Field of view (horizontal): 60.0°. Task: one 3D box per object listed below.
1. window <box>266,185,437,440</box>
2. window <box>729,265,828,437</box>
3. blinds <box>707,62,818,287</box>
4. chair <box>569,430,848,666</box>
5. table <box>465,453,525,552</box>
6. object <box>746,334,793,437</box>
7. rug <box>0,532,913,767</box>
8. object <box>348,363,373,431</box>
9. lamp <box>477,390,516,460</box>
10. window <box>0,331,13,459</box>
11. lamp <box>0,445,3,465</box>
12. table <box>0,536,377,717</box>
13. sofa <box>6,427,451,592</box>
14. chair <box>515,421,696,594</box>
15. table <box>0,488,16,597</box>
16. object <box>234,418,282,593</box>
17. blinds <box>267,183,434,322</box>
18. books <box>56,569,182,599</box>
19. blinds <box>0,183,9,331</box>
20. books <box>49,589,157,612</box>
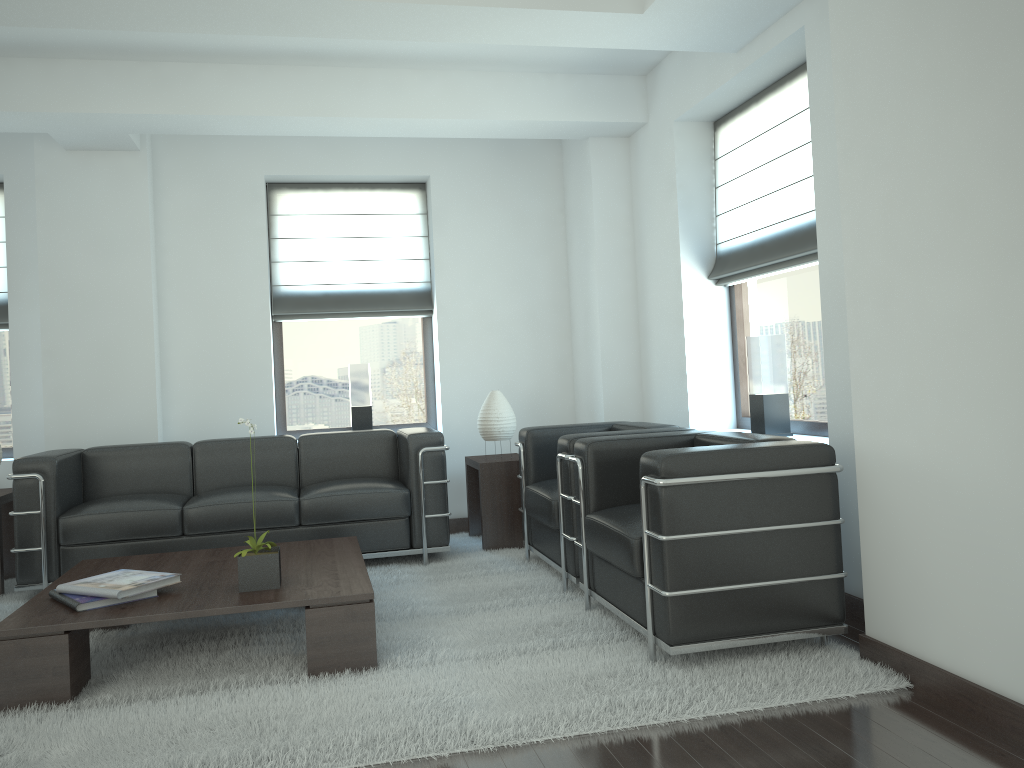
[{"bbox_3d":[-1.730,-0.802,9.625,1.701,2.734,0.146,-3,-1,-13],"label":"window"},{"bbox_3d":[2.228,-0.980,6.853,0.146,2.734,2.130,-3,-1,-13],"label":"window"},{"bbox_3d":[2.033,-1.599,6.829,0.222,1.477,2.121,-3,0,-13],"label":"blinds"},{"bbox_3d":[1.094,0.916,5.418,1.124,1.171,1.644,-3,0,-13],"label":"chair"},{"bbox_3d":[-0.104,1.126,8.457,0.526,0.845,0.785,-3,-1,-13],"label":"table"},{"bbox_3d":[1.964,0.013,6.799,0.239,0.777,0.243,-3,-1,-13],"label":"object"},{"bbox_3d":[-1.646,1.600,6.104,6.254,0.110,5.165,-3,0,-13],"label":"rug"},{"bbox_3d":[-1.601,0.173,9.376,0.239,0.777,0.243,-3,-1,-13],"label":"object"},{"bbox_3d":[-0.143,0.381,8.414,0.374,0.655,0.374,-3,-1,16],"label":"lamp"},{"bbox_3d":[-5.728,-0.597,8.708,1.701,2.734,0.146,-3,-1,-13],"label":"window"},{"bbox_3d":[-4.479,0.604,7.419,0.374,0.655,0.374,-3,-1,-9],"label":"lamp"},{"bbox_3d":[-1.907,1.426,5.617,1.936,0.441,1.919,-3,0,-13],"label":"table"},{"bbox_3d":[-2.315,1.069,7.718,3.477,1.171,1.122,-3,-1,-13],"label":"sofa"},{"bbox_3d":[0.728,0.923,7.062,1.124,1.171,1.644,-3,0,-13],"label":"chair"},{"bbox_3d":[-4.463,1.350,7.457,0.526,0.845,0.785,-3,-1,-13],"label":"table"},{"bbox_3d":[-1.515,0.692,5.231,0.252,0.993,0.335,-3,-1,-13],"label":"object"},{"bbox_3d":[-1.719,-1.430,9.487,1.687,1.478,0.222,-3,-1,-13],"label":"blinds"},{"bbox_3d":[-2.275,1.159,5.144,0.518,0.045,0.446,-3,0,28],"label":"books"},{"bbox_3d":[-5.716,-1.225,8.570,1.687,1.478,0.222,-3,-1,-13],"label":"blinds"},{"bbox_3d":[-2.360,1.208,5.118,0.446,0.045,0.518,-3,1,-42],"label":"books"}]
